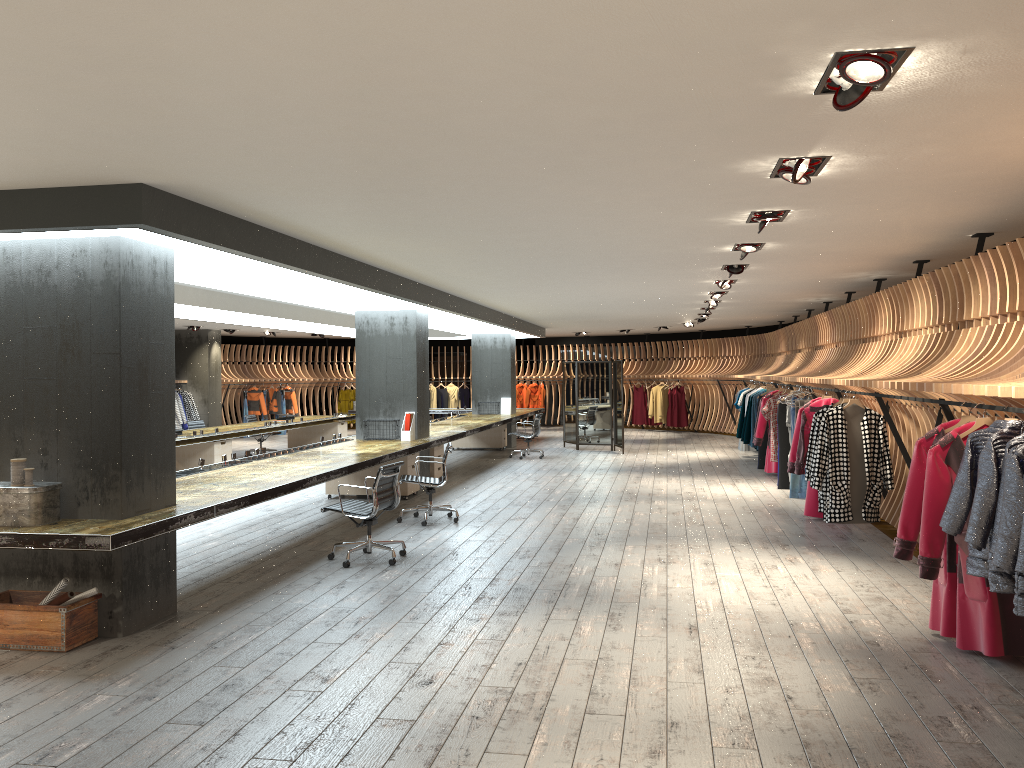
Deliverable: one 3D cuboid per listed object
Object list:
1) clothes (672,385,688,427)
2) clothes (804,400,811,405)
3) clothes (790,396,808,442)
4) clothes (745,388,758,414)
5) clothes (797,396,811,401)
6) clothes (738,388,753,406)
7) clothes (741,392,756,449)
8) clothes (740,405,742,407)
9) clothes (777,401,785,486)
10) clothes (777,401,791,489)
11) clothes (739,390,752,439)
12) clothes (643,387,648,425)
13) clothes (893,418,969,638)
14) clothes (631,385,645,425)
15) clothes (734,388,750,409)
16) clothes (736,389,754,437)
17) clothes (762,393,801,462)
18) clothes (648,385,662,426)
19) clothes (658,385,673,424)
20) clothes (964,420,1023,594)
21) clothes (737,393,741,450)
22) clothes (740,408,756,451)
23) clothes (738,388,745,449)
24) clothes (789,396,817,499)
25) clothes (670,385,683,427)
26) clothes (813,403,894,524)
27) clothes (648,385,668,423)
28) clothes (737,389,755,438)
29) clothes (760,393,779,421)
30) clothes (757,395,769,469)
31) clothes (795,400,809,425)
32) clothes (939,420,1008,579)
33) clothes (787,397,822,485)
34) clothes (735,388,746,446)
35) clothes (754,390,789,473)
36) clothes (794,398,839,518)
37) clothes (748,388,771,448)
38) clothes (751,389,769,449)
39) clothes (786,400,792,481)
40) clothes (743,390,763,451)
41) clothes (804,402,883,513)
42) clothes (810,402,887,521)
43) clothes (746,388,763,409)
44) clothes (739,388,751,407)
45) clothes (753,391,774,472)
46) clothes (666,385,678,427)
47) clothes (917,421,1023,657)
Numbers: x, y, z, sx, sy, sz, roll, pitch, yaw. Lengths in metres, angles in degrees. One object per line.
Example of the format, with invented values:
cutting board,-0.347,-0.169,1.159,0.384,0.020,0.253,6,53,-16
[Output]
clothes,4.497,0.591,23.668,0.444,1.129,0.126,-1,0,-18
clothes,3.798,0.576,10.965,0.336,0.776,0.255,-1,0,25
clothes,3.825,0.915,11.725,0.277,1.543,0.316,-1,0,9
clothes,4.700,0.614,16.472,0.733,1.106,0.165,-1,0,15
clothes,3.835,0.803,11.575,0.277,1.292,0.316,0,0,-26
clothes,4.779,0.550,17.255,0.734,0.937,0.164,-1,0,13
clothes,4.584,0.639,15.960,0.913,1.081,0.238,-1,0,15
clothes,4.827,0.563,17.436,0.742,0.950,0.167,-1,0,-6
clothes,3.965,0.890,12.476,0.087,1.353,0.539,0,0,-41
clothes,3.948,0.893,12.273,0.539,1.353,0.087,-1,0,9
clothes,4.769,0.628,16.972,0.913,1.081,0.238,-1,0,10
clothes,3.733,0.586,24.772,0.127,1.129,0.444,-1,0,2
clothes,2.712,0.862,5.269,0.839,1.312,0.321,-1,0,39
clothes,3.584,0.585,24.970,0.444,1.129,0.127,-1,0,7
clothes,4.855,0.560,17.850,0.738,0.971,0.167,-1,0,19
clothes,4.783,0.627,17.094,0.913,1.081,0.238,-1,0,10
clothes,4.036,0.645,12.976,0.760,1.030,0.179,-1,0,-4
clothes,3.942,0.587,24.501,0.444,1.129,0.126,0,0,-28
clothes,4.250,0.547,24.069,0.777,1.053,0.151,-1,0,-40
clothes,2.498,0.603,4.349,0.501,0.854,0.245,-1,0,-6
clothes,5.007,0.801,18.416,0.677,1.434,0.204,-1,0,24
clothes,4.983,0.803,18.283,0.677,1.434,0.204,-1,0,-6
clothes,5.056,0.798,18.693,0.677,1.434,0.204,-1,0,24
clothes,3.756,0.926,11.440,0.373,1.536,0.312,-1,0,21
clothes,4.462,0.590,23.754,0.444,1.129,0.127,-1,0,7
clothes,3.261,0.763,8.464,0.773,1.161,0.191,-1,0,0
clothes,4.123,0.547,24.250,0.777,1.053,0.151,-1,0,10
clothes,4.746,0.630,16.887,0.913,1.081,0.238,-1,0,15
clothes,4.089,0.644,13.193,0.760,1.020,0.187,-1,0,11
clothes,4.376,0.859,14.834,0.539,1.353,0.087,-1,0,14
clothes,3.707,0.582,11.157,0.278,0.767,0.263,-1,0,17
clothes,2.573,0.613,4.620,0.166,0.854,0.745,0,0,-35
clothes,3.542,0.802,10.009,0.839,1.312,0.321,-1,0,29
clothes,5.033,0.799,18.555,0.677,1.434,0.204,-1,0,-1
clothes,4.205,0.747,13.801,0.839,1.312,0.321,-1,0,19
clothes,3.493,0.805,9.725,0.839,1.312,0.321,-1,0,39
clothes,4.557,0.613,15.730,0.715,1.088,0.257,-1,0,5
clothes,4.482,0.619,15.298,0.715,1.088,0.257,-1,0,15
clothes,3.847,0.782,11.976,0.278,1.141,0.172,-1,0,17
clothes,4.530,0.643,15.609,0.913,1.081,0.238,-1,0,10
clothes,3.350,0.756,8.972,0.773,1.161,0.191,-1,0,30
clothes,3.313,0.760,8.682,0.773,1.161,0.191,-1,0,10
clothes,4.611,0.617,16.295,0.733,1.106,0.165,-1,0,10
clothes,4.886,0.546,17.700,0.743,0.931,0.158,-1,0,14
clothes,4.256,0.743,14.086,0.839,1.312,0.321,-1,0,9
clothes,4.371,0.589,23.897,0.444,1.129,0.126,-1,0,-18
clothes,2.735,0.870,4.983,0.840,1.317,0.318,-1,0,17
